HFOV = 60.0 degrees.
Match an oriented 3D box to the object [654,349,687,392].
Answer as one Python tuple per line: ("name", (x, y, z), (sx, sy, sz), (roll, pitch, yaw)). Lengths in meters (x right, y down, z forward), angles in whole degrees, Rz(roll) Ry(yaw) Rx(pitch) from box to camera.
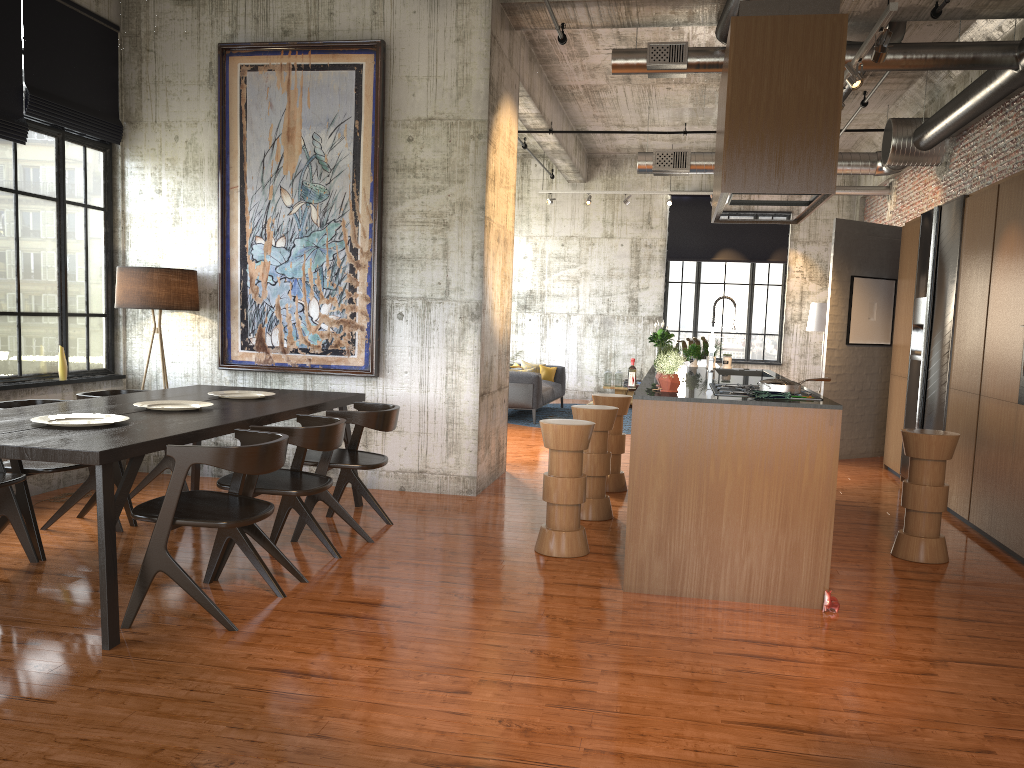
("object", (1.049, -0.092, 5.905), (0.221, 0.284, 0.210), (4, 6, 18))

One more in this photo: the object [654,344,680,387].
("object", (1.110, -0.138, 6.381), (0.178, 0.312, 0.172), (4, 6, 16))

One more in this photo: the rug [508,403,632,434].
("rug", (1.833, 0.602, 16.070), (4.844, 0.009, 4.833), (-1, 5, -33))

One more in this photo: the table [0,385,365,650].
("table", (-2.449, 0.666, 6.261), (1.638, 1.009, 3.693), (3, 4, 10))

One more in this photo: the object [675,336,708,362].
("object", (3.701, -0.359, 18.507), (0.727, 1.300, 0.455), (4, 6, 22))

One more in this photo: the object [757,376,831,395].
("object", (1.936, 0.005, 6.019), (0.728, 0.121, 0.330), (-2, 6, -44))

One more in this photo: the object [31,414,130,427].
("object", (-2.553, 0.218, 5.253), (0.526, 0.025, 0.525), (4, 4, 20))

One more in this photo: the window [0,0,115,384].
("window", (-4.336, -1.642, 7.003), (0.050, 3.446, 3.802), (3, 5, 10))

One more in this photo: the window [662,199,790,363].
("window", (4.501, -2.161, 18.753), (2.578, 3.447, 0.050), (3, 6, 10))

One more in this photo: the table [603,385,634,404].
("table", (2.394, 0.237, 18.906), (0.875, 0.360, 0.474), (3, 5, 10))

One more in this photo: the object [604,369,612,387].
("object", (2.039, -0.128, 18.827), (0.163, 0.362, 0.162), (3, 6, 8))

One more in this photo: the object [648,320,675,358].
("object", (1.613, -0.447, 9.594), (0.304, 0.504, 0.268), (-2, 7, -37))

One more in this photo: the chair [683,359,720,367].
("chair", (3.604, 0.034, 17.574), (0.806, 1.034, 1.055), (-2, 7, -40))

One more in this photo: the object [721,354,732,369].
("object", (2.302, -0.244, 9.490), (0.107, 0.158, 0.107), (-3, 8, -44))

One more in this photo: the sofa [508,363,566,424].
("sofa", (0.096, 0.116, 16.070), (1.361, 0.864, 2.996), (3, 4, 12))

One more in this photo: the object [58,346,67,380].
("object", (-4.117, -0.194, 8.122), (0.073, 0.319, 0.074), (-1, 7, -27))

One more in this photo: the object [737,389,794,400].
("object", (1.585, 0.060, 5.581), (0.391, 0.068, 0.184), (-1, 5, -33))

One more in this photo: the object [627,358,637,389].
("object", (0.820, -0.072, 6.047), (0.056, 0.209, 0.055), (3, 6, 10))

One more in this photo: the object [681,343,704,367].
("object", (1.959, -0.314, 9.593), (0.231, 0.258, 0.236), (-3, 7, -41))

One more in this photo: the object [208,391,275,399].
("object", (-2.190, 0.089, 7.188), (0.526, 0.025, 0.525), (4, 4, 20))

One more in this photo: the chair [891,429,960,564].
("chair", (3.143, 0.843, 6.747), (0.410, 0.966, 0.408), (7, 8, 40))

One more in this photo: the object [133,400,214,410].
("object", (-2.371, 0.153, 6.221), (0.526, 0.025, 0.525), (4, 4, 20))

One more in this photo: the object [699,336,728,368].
("object", (2.156, -0.365, 9.529), (0.305, 0.383, 0.361), (7, 7, 44))

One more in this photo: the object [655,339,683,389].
("object", (1.073, -0.150, 6.138), (0.186, 0.369, 0.196), (-3, 7, -39))

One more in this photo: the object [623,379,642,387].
("object", (2.556, -0.008, 18.827), (0.423, 0.153, 0.381), (3, 5, 10))

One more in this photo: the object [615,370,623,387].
("object", (2.267, -0.117, 18.786), (0.163, 0.362, 0.162), (3, 6, 13))

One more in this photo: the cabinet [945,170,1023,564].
("cabinet", (4.186, -0.090, 5.888), (0.859, 3.054, 5.328), (3, 5, 10))

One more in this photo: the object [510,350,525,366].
("object", (-0.624, -0.126, 10.766), (1.886, 2.070, 1.510), (5, 6, 33))

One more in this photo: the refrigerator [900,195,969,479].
("refrigerator", (4.931, -0.301, 9.217), (1.211, 3.060, 1.513), (3, 6, 10))

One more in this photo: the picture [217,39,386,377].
("picture", (-2.038, -1.655, 8.476), (1.654, 3.130, 0.141), (3, 6, 10))

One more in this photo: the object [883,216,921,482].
("object", (5.039, -0.392, 10.425), (0.859, 3.055, 0.908), (3, 6, 10))

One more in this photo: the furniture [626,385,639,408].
("furniture", (2.548, 0.249, 17.943), (0.431, 0.478, 0.431), (-2, 6, -34))

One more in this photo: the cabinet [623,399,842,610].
("cabinet", (1.742, 0.603, 7.607), (1.244, 1.247, 4.349), (3, 4, 10))
